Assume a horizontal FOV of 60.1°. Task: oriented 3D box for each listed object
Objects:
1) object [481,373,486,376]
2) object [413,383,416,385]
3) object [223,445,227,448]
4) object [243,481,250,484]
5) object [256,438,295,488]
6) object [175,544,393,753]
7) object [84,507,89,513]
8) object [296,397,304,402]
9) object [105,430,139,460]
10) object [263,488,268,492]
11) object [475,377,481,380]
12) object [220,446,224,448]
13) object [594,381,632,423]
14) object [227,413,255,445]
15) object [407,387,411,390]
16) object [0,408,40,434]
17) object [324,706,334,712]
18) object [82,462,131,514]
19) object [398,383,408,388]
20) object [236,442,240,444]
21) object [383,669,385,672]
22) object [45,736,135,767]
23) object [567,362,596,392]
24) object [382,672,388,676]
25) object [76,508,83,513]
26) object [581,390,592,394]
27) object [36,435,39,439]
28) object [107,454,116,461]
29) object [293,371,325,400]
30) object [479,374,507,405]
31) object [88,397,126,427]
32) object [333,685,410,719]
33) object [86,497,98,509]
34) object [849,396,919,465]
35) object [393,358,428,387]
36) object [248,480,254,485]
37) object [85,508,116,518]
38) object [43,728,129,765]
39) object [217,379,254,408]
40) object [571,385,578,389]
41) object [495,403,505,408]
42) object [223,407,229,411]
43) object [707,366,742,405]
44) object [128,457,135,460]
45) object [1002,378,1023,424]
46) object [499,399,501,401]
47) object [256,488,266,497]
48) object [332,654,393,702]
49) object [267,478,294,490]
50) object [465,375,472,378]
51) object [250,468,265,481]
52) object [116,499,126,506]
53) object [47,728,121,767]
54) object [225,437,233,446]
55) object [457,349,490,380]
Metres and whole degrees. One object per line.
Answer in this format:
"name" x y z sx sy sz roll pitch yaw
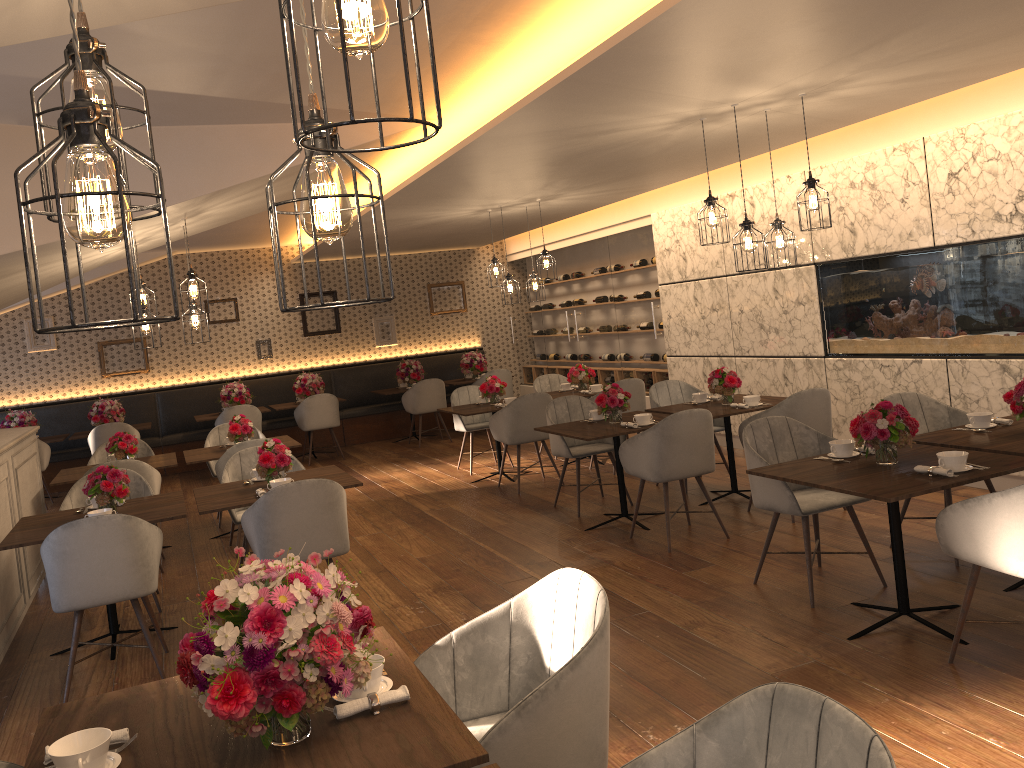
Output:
"object" -0.364 -0.108 12.423 0.148 0.072 0.149 -5 4 26
"object" -1.287 0.026 12.051 0.148 0.072 0.149 -5 4 21
"object" -2.504 0.544 7.729 0.022 0.004 0.211 -8 5 -21
"object" -1.677 0.616 5.568 0.043 0.015 0.197 -8 5 -25
"object" -1.421 0.462 5.323 0.234 0.301 0.306 -7 3 -2
"object" -0.512 0.565 1.948 0.421 0.425 0.405 -8 3 -33
"object" -2.512 0.744 5.223 0.022 0.004 0.211 -8 5 -21
"object" -2.863 0.204 12.072 0.148 0.072 0.149 -5 4 26
"object" -3.145 0.515 7.117 0.304 0.301 0.235 -4 4 43
"object" -1.398 0.621 5.055 0.025 0.024 0.192 -8 5 -21
"object" -0.467 -0.076 12.381 0.056 0.039 0.175 -8 5 -21
"object" -2.540 0.543 7.722 0.043 0.015 0.197 -8 5 -25
"object" 0.742 0.128 6.428 0.306 0.301 0.234 -9 4 -44
"object" -2.284 0.389 7.478 0.234 0.301 0.306 -7 3 -2
"object" -1.390 0.058 12.009 0.056 0.039 0.175 -8 5 -21
"object" -5.830 0.492 10.474 0.404 0.425 0.421 -5 3 21
"object" -0.341 0.739 2.062 0.193 0.024 0.025 -8 3 -22
"object" -2.282 0.588 4.963 0.304 0.301 0.235 -4 4 43
"object" -1.547 0.012 12.603 0.148 0.072 0.149 -5 4 26
"object" -2.187 0.513 7.230 0.148 0.072 0.149 -4 5 36
"object" -0.422 0.739 2.238 0.198 0.015 0.043 -9 5 -25
"object" -0.931 0.814 1.957 0.193 0.024 0.025 -8 3 -22
"object" 0.707 -0.077 9.053 0.305 0.301 0.235 -6 2 0
"object" -0.414 0.747 2.202 0.211 0.004 0.022 -8 5 -22
"object" -2.548 0.743 5.216 0.043 0.015 0.197 -8 5 -25
"object" 0.731 0.079 8.732 0.056 0.039 0.175 -8 5 -21
"object" -5.841 0.655 10.870 0.056 0.039 0.175 -8 5 -21
"object" -3.317 0.625 7.430 0.148 0.072 0.149 -4 5 36
"object" -2.689 0.034 11.724 0.420 0.425 0.405 -7 3 -19
"object" -0.179 0.049 8.729 0.306 0.301 0.234 -9 4 -44
"object" -4.954 0.365 10.821 0.421 0.425 0.405 -8 3 -33
"object" -0.320 0.732 2.034 0.176 0.039 0.056 -8 4 -22
"object" -2.454 0.699 5.276 0.148 0.072 0.149 -4 5 36
"object" 1.700 0.210 4.036 0.305 0.301 0.235 -6 3 11
"object" -1.409 -0.154 12.254 0.404 0.425 0.421 -5 3 21
"object" -1.641 0.617 5.574 0.022 0.004 0.211 -8 5 -21
"object" -2.195 0.713 4.724 0.148 0.072 0.149 -4 5 36
"object" -0.953 0.808 1.986 0.176 0.039 0.056 -8 4 -22
"object" -3.585 0.157 11.470 0.404 0.425 0.421 -5 3 22
"object" 0.681 0.033 9.369 0.056 0.039 0.175 -8 5 -21
"object" -0.116 0.202 8.391 0.056 0.039 0.175 -8 5 -21
"object" -3.758 0.334 11.711 0.148 0.072 0.149 -5 4 26
"object" 1.631 0.001 6.754 0.235 0.301 0.305 -7 3 -20
"object" -3.210 0.627 7.473 0.056 0.039 0.175 -8 5 -21
"object" 2.585 0.082 4.363 0.305 0.301 0.235 -6 2 0
"object" -0.165 0.157 9.028 0.056 0.039 0.175 -8 5 -21
"object" -1.427 0.619 5.033 0.056 0.039 0.175 -8 5 -21
"object" -0.365 0.712 2.139 0.148 0.072 0.149 -5 4 21
"object" -1.324 0.586 5.075 0.148 0.072 0.149 -4 5 36
"object" -0.624 -0.123 12.975 0.148 0.072 0.149 -5 4 21
"object" -1.583 0.572 5.627 0.148 0.072 0.149 -4 5 36
"object" -2.347 0.700 5.319 0.056 0.039 0.175 -8 5 -21
"object" -0.912 0.794 1.879 0.148 0.072 0.149 -5 4 21
"object" -2.446 0.498 7.781 0.148 0.072 0.149 -4 5 36
"object" -0.547 -0.280 12.613 0.404 0.425 0.421 -5 3 22
